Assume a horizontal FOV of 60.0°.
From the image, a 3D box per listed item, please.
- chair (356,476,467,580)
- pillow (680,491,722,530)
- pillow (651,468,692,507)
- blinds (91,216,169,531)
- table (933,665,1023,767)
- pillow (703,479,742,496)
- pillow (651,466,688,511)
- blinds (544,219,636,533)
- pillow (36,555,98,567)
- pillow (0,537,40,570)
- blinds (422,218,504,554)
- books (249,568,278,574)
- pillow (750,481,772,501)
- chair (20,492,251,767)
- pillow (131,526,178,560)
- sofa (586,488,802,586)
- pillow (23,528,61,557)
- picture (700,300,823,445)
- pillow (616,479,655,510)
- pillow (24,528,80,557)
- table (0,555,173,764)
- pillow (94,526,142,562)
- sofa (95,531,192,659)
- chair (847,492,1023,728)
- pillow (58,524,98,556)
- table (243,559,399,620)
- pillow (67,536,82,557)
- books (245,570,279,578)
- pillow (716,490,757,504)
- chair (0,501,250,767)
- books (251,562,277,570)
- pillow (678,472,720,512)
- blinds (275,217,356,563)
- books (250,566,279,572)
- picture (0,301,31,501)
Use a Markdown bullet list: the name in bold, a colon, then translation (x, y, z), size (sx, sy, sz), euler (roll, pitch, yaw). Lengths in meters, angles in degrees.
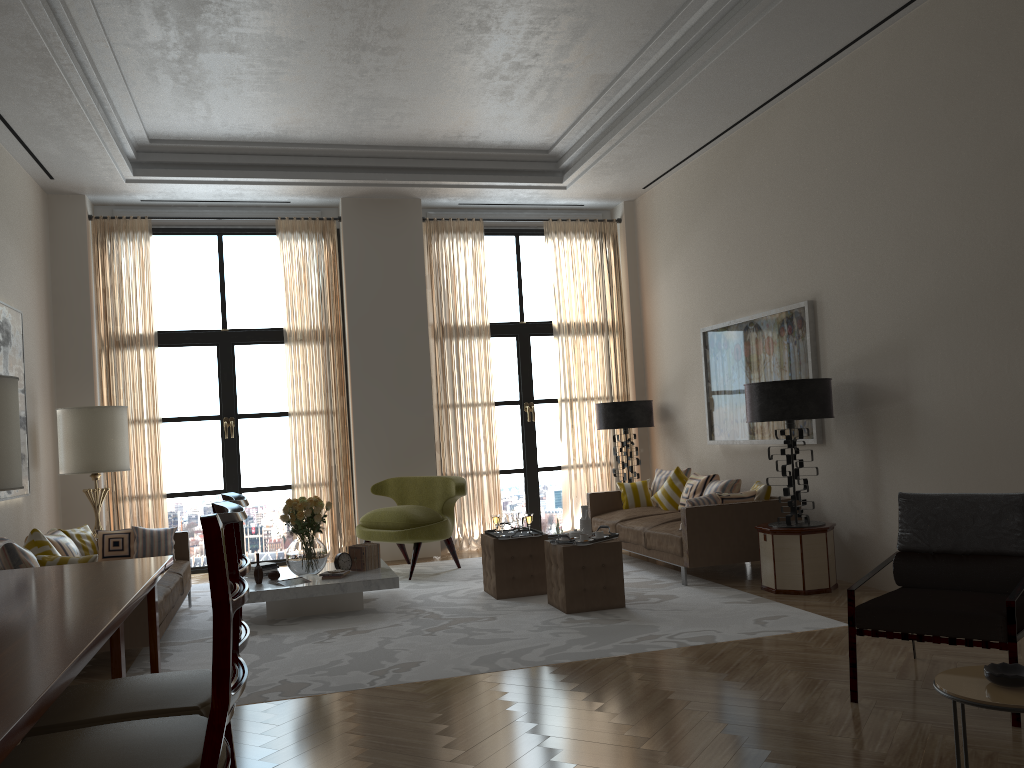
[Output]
- **chair**: translation (-1.352, 1.797, 11.175), size (1.793, 1.212, 1.029), euler (-6, -3, 42)
- **pillow**: translation (1.990, 1.363, 9.385), size (0.498, 0.427, 0.327), euler (-2, -2, -27)
- **pillow**: translation (2.077, 1.406, 11.759), size (0.355, 0.576, 0.624), euler (-2, -3, -36)
- **blinds**: translation (-5.040, 0.231, 11.756), size (0.780, 4.883, 0.420), euler (-3, -1, -13)
- **table**: translation (2.052, 1.495, 3.606), size (0.584, 0.546, 0.584), euler (-4, -3, 24)
- **pillow**: translation (2.436, 1.401, 10.458), size (0.371, 0.565, 0.660), euler (-3, -2, -20)
- **pillow**: translation (2.103, 1.366, 11.355), size (0.768, 0.616, 0.355), euler (-5, -2, 29)
- **blinds**: translation (1.198, -0.049, 13.434), size (1.241, 4.870, 0.419), euler (-3, -1, -13)
- **pillow**: translation (-3.429, 1.528, 6.911), size (0.482, 0.432, 0.318), euler (-3, -2, -5)
- **pillow**: translation (-3.853, 1.493, 6.954), size (0.355, 0.576, 0.624), euler (-2, -3, -36)
- **blinds**: translation (-0.708, 0.035, 12.922), size (0.959, 4.870, 0.419), euler (-3, -1, -13)
- **books**: translation (-2.605, 1.941, 9.204), size (0.207, 0.024, 0.262), euler (-6, -4, 38)
- **pillow**: translation (2.650, 1.309, 9.618), size (0.296, 0.475, 0.516), euler (-4, -2, 6)
- **chair**: translation (-1.407, 1.201, 3.330), size (0.877, 1.504, 0.657), euler (-3, -2, -15)
- **pillow**: translation (-3.756, 1.696, 9.324), size (0.498, 0.427, 0.327), euler (-2, -2, -27)
- **sofa**: translation (2.033, 1.738, 10.596), size (1.351, 0.819, 2.983), euler (-3, -3, -15)
- **pillow**: translation (-3.881, 1.500, 7.358), size (0.768, 0.616, 0.355), euler (-5, -2, 29)
- **picture**: translation (2.797, -0.046, 10.193), size (0.080, 1.479, 2.270), euler (-3, -3, -17)
- **pillow**: translation (1.660, 1.494, 11.799), size (0.482, 0.432, 0.318), euler (-3, -2, -5)
- **pillow**: translation (-4.049, 1.578, 7.900), size (0.403, 0.547, 0.618), euler (-3, -2, -12)
- **table**: translation (-2.546, 1.533, 3.664), size (1.799, 1.026, 3.806), euler (-3, -3, -15)
- **pillow**: translation (-4.118, 1.717, 9.263), size (0.464, 0.411, 0.304), euler (-3, -2, -17)
- **sofa**: translation (-3.762, 1.942, 8.097), size (1.351, 0.819, 2.983), euler (-3, -3, -15)
- **chair**: translation (2.632, 1.253, 5.319), size (0.878, 1.134, 1.134), euler (-5, -3, 40)
- **pillow**: translation (-4.419, 1.694, 9.092), size (0.296, 0.475, 0.516), euler (-4, -2, 6)
- **table**: translation (-2.046, 2.129, 9.128), size (1.583, 0.343, 1.502), euler (-3, -3, -15)
- **pillow**: translation (-4.201, 1.670, 8.250), size (0.371, 0.565, 0.660), euler (-3, -2, -20)
- **books**: translation (-2.603, 1.971, 9.215), size (0.207, 0.035, 0.280), euler (-6, -4, 42)
- **pillow**: translation (2.352, 1.349, 9.445), size (0.464, 0.411, 0.304), euler (-3, -2, -17)
- **chair**: translation (-1.228, 1.157, 2.708), size (0.877, 1.504, 0.657), euler (-3, -2, -15)
- **books**: translation (-2.613, 1.889, 9.208), size (0.207, 0.030, 0.260), euler (-6, -4, 42)
- **pillow**: translation (2.276, 1.366, 10.812), size (0.403, 0.547, 0.618), euler (-3, -2, -12)
- **blinds**: translation (-2.732, 0.124, 12.376), size (0.873, 4.870, 0.418), euler (-3, -1, -12)
- **books**: translation (-2.607, 1.917, 9.217), size (0.230, 0.024, 0.280), euler (-6, -4, 40)
- **picture**: translation (-4.907, 0.109, 8.127), size (0.045, 1.997, 3.065), euler (-3, -3, -14)
